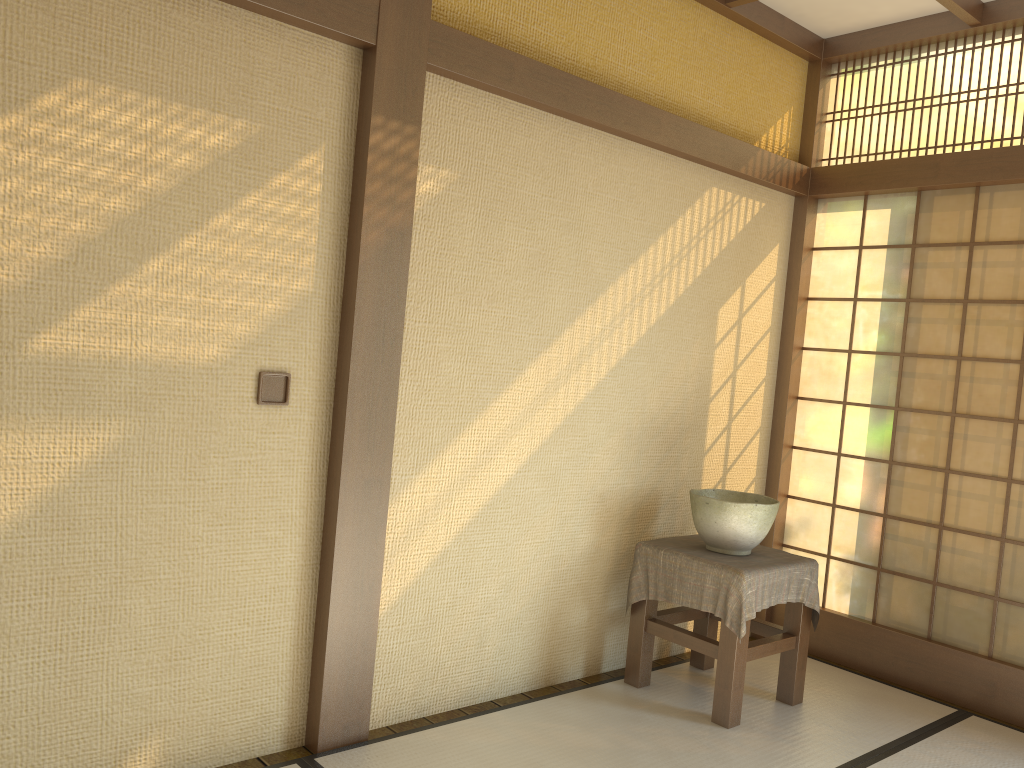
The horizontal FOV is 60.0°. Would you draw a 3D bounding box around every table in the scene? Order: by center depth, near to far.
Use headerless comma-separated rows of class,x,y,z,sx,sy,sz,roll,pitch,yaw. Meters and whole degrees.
table,0.847,0.972,3.633,0.629,0.595,0.633,3,3,-42

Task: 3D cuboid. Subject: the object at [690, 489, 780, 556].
object,0.894,0.567,3.610,0.358,0.230,0.357,6,2,18
